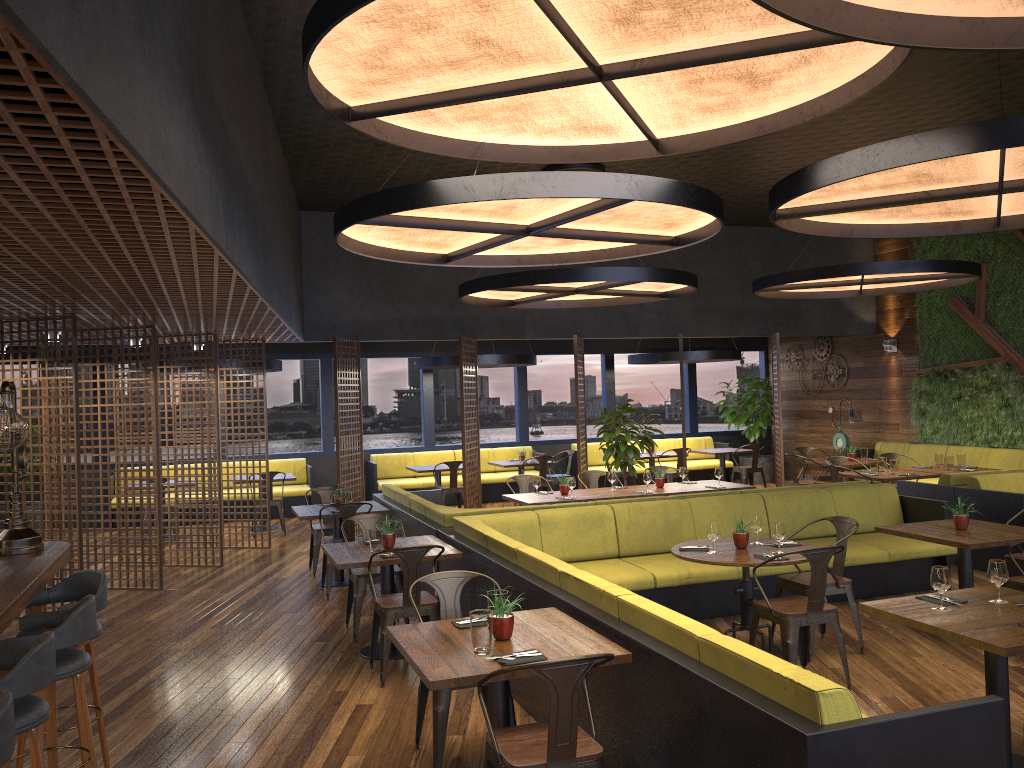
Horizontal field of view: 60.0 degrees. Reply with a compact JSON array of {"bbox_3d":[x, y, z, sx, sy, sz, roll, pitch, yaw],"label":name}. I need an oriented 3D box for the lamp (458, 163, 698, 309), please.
[{"bbox_3d":[0.743,-1.763,10.431,2.778,1.475,2.778,-2,-1,-19],"label":"lamp"}]

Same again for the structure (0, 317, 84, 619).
[{"bbox_3d":[-4.512,0.775,8.046,1.319,2.700,0.050,-2,-1,11],"label":"structure"}]

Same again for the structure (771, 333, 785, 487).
[{"bbox_3d":[4.245,0.558,14.164,0.050,2.700,0.852,-2,-1,11],"label":"structure"}]

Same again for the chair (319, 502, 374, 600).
[{"bbox_3d":[-1.606,1.576,8.598,0.504,0.917,0.541,-2,-1,-18],"label":"chair"}]

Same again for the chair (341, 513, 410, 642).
[{"bbox_3d":[-1.116,1.545,7.221,0.504,0.917,0.541,-2,-1,-18],"label":"chair"}]

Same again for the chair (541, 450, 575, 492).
[{"bbox_3d":[0.779,1.567,14.769,0.541,0.917,0.504,-2,-1,-18],"label":"chair"}]

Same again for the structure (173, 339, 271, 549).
[{"bbox_3d":[-3.808,0.792,11.587,1.319,2.700,0.050,-2,-1,11],"label":"structure"}]

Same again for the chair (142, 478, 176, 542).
[{"bbox_3d":[-4.821,1.721,12.140,0.504,0.917,0.541,-2,-1,-18],"label":"chair"}]

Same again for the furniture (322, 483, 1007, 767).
[{"bbox_3d":[1.696,1.455,7.088,4.895,0.914,7.462,-2,-1,-24],"label":"furniture"}]

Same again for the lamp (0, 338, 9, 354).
[{"bbox_3d":[-5.872,-0.436,10.164,0.228,0.172,0.228,-2,-1,-19],"label":"lamp"}]

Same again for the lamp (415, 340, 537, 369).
[{"bbox_3d":[-0.619,-1.368,14.526,1.979,2.172,1.979,-2,-1,26],"label":"lamp"}]

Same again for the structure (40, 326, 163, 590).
[{"bbox_3d":[-4.277,0.781,9.226,1.319,2.700,0.050,-2,-1,11],"label":"structure"}]

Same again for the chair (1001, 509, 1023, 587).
[{"bbox_3d":[4.088,1.370,6.794,0.541,0.917,0.504,-2,-1,-18],"label":"chair"}]

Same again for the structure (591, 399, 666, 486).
[{"bbox_3d":[1.588,1.096,12.564,0.993,1.763,1.166,-2,-1,42],"label":"structure"}]

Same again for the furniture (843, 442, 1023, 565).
[{"bbox_3d":[5.341,1.388,11.804,3.378,0.916,4.755,-2,-1,-19],"label":"furniture"}]

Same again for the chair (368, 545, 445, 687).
[{"bbox_3d":[-0.716,1.519,6.041,0.504,0.917,0.541,-2,-1,-18],"label":"chair"}]

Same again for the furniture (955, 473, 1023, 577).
[{"bbox_3d":[6.828,1.292,7.413,3.372,0.914,4.503,-2,-1,-19],"label":"furniture"}]

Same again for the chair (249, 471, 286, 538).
[{"bbox_3d":[-3.468,1.682,12.600,0.504,0.917,0.541,-2,-1,-18],"label":"chair"}]

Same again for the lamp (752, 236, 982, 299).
[{"bbox_3d":[4.575,-1.950,11.651,2.778,1.362,2.778,-2,-1,36],"label":"lamp"}]

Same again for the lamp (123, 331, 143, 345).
[{"bbox_3d":[-4.185,-0.495,9.835,0.228,0.172,0.228,-2,-1,-19],"label":"lamp"}]

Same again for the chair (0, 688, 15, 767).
[{"bbox_3d":[-1.646,1.445,2.499,0.438,1.048,0.483,-2,-1,-4],"label":"chair"}]

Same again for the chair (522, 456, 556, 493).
[{"bbox_3d":[0.425,1.569,13.923,0.504,0.917,0.541,-2,-1,-18],"label":"chair"}]

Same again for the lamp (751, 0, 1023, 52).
[{"bbox_3d":[1.707,-1.892,1.654,2.778,1.475,2.778,-2,-1,36],"label":"lamp"}]

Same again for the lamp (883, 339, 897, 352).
[{"bbox_3d":[6.324,-0.643,14.907,0.189,0.215,0.215,-2,-1,-19],"label":"lamp"}]

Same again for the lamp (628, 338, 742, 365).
[{"bbox_3d":[3.023,-1.475,15.764,1.979,2.172,1.979,-1,-1,-34],"label":"lamp"}]

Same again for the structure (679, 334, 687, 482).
[{"bbox_3d":[2.636,0.604,13.617,0.050,2.700,0.852,-2,-1,11],"label":"structure"}]

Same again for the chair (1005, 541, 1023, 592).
[{"bbox_3d":[3.637,1.376,5.957,0.504,0.917,0.541,-2,-1,-18],"label":"chair"}]

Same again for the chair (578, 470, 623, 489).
[{"bbox_3d":[1.079,1.512,10.659,0.504,0.917,0.541,-2,-1,-18],"label":"chair"}]

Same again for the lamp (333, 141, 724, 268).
[{"bbox_3d":[0.096,-1.786,6.471,2.778,1.475,2.778,-2,-1,-15],"label":"lamp"}]

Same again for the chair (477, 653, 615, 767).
[{"bbox_3d":[0.136,1.462,3.482,0.504,0.917,0.541,-2,-1,-18],"label":"chair"}]

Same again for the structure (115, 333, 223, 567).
[{"bbox_3d":[-4.042,0.786,10.407,1.319,2.700,0.050,-2,-1,11],"label":"structure"}]

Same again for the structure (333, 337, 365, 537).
[{"bbox_3d":[-2.191,0.743,11.977,0.050,2.700,0.852,-2,-1,11],"label":"structure"}]

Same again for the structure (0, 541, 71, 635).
[{"bbox_3d":[-2.416,0.623,0.502,2.700,2.700,9.298,-2,-1,-19],"label":"structure"}]

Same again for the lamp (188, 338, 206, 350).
[{"bbox_3d":[-3.915,-0.490,11.041,0.228,0.172,0.228,-2,-1,-19],"label":"lamp"}]

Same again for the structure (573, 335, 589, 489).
[{"bbox_3d":[1.027,0.651,13.071,0.050,2.700,0.852,-2,-1,11],"label":"structure"}]

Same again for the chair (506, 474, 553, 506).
[{"bbox_3d":[0.221,1.536,10.367,0.504,0.917,0.541,-2,-1,-18],"label":"chair"}]

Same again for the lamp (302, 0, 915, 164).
[{"bbox_3d":[0.407,-1.998,4.256,2.778,1.159,2.778,-2,-1,31],"label":"lamp"}]

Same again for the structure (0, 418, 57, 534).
[{"bbox_3d":[-7.368,1.397,13.326,0.993,1.763,1.166,-2,-1,42],"label":"structure"}]

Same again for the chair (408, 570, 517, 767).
[{"bbox_3d":[-0.263,1.489,4.661,0.504,0.917,0.541,-2,-1,-18],"label":"chair"}]

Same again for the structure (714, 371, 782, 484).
[{"bbox_3d":[4.753,0.835,17.363,1.493,2.184,1.272,-2,-1,-19],"label":"structure"}]

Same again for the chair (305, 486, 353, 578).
[{"bbox_3d":[-2.000,1.602,9.759,0.504,0.917,0.541,-2,-1,-18],"label":"chair"}]

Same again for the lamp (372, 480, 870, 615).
[{"bbox_3d":[-1.156,0.666,8.681,9.057,2.714,3.017,-2,-1,-19],"label":"lamp"}]

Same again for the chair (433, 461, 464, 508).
[{"bbox_3d":[-0.929,1.608,13.463,0.504,0.917,0.541,-2,-1,-18],"label":"chair"}]

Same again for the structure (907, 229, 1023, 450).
[{"bbox_3d":[7.946,-0.555,10.171,0.918,4.593,9.182,-2,-1,-20],"label":"structure"}]

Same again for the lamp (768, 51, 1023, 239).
[{"bbox_3d":[3.027,-1.892,5.543,2.778,1.475,2.778,-2,-1,30],"label":"lamp"}]

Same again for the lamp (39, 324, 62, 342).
[{"bbox_3d":[-4.484,-0.498,8.649,0.228,0.172,0.228,-2,-1,-19],"label":"lamp"}]

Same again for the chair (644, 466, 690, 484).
[{"bbox_3d":[1.931,1.487,10.948,0.504,0.917,0.541,-2,-1,-18],"label":"chair"}]

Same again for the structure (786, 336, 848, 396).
[{"bbox_3d":[5.738,-0.363,16.833,0.058,1.178,1.791,-2,-1,-19],"label":"structure"}]

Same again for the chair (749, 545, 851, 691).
[{"bbox_3d":[1.791,1.431,5.538,0.504,0.917,0.541,-2,-1,-18],"label":"chair"}]

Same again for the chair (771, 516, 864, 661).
[{"bbox_3d":[2.187,1.427,6.328,0.541,0.917,0.504,-2,-1,-18],"label":"chair"}]

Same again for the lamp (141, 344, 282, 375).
[{"bbox_3d":[-4.477,-1.257,13.215,1.979,2.172,1.979,-2,-1,-12],"label":"lamp"}]

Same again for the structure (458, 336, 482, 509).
[{"bbox_3d":[-0.582,0.697,12.524,0.050,2.700,0.852,-2,-1,11],"label":"structure"}]
